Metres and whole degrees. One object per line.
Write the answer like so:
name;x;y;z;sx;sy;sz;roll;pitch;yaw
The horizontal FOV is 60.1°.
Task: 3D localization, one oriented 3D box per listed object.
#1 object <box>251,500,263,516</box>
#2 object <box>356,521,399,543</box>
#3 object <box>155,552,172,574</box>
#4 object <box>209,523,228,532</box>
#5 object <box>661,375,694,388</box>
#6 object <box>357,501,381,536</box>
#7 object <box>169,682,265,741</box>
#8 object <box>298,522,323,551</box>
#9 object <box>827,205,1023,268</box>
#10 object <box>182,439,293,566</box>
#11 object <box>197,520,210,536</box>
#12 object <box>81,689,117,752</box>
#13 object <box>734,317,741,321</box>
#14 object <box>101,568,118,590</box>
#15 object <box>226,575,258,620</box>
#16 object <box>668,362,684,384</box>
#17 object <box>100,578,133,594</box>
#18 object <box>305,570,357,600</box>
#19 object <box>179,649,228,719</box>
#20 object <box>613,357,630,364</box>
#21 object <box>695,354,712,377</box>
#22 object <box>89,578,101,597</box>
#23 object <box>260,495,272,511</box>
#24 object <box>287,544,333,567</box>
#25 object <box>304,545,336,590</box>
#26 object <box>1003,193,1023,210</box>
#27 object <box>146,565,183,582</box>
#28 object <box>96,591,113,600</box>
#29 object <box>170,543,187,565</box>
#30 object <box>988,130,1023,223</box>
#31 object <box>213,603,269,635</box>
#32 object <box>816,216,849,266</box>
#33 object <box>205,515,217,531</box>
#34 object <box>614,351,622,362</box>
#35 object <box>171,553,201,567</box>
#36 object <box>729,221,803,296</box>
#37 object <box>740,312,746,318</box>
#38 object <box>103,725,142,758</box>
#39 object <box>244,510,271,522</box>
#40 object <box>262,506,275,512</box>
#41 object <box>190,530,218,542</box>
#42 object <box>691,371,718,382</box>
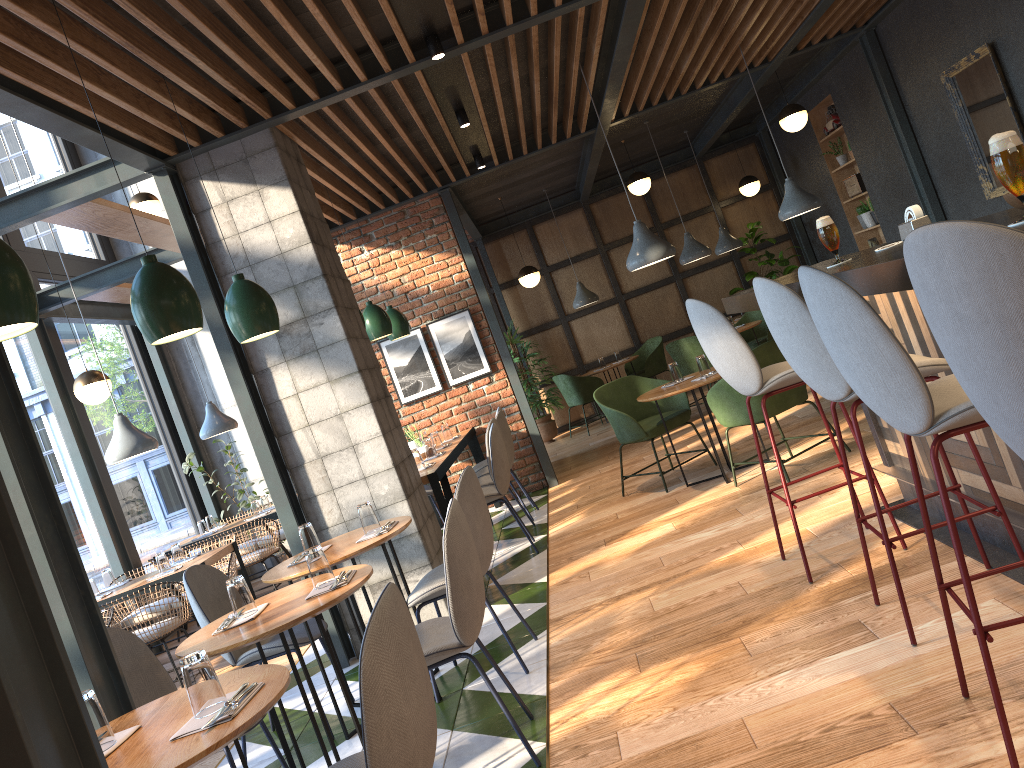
object;-2.284;1.109;7.913;0.080;0.138;0.079;-20;0;-24
object;-0.602;0.653;3.939;0.157;0.019;0.243;-20;2;8
object;-2.356;1.206;5.976;0.080;0.138;0.080;-20;0;5
object;-2.754;1.342;8.244;0.242;0.019;0.157;-20;2;3
object;1.167;-0.023;6.195;0.244;0.019;0.156;-21;2;-28
object;-0.644;0.598;3.964;0.081;0.138;0.079;-20;0;-29
object;-0.684;0.753;2.047;0.157;0.019;0.243;-20;2;7
object;-0.913;0.697;3.987;0.080;0.138;0.080;-20;0;-19
object;1.204;-0.472;2.477;0.321;0.106;1.513;-20;2;6
object;-2.666;1.241;9.042;0.854;1.498;0.903;-20;0;22
object;-2.769;1.289;7.933;0.079;0.138;0.081;-20;0;35
object;-0.996;0.797;2.087;0.080;0.138;0.080;-20;0;-11
object;2.886;-0.840;11.041;0.245;0.019;0.156;-22;3;-43
object;-2.873;1.387;6.310;0.080;0.138;0.080;-20;0;5
object;-0.949;0.743;3.096;0.080;0.138;0.080;-20;0;12
object;1.137;-0.082;6.165;0.080;0.138;0.080;-20;0;-15
object;-2.830;1.440;6.332;0.242;0.019;0.157;-20;2;2
object;-0.634;0.696;3.093;0.157;0.019;0.243;-20;2;0
object;-0.726;0.697;2.071;0.079;0.138;0.081;-20;0;39
object;1.416;-0.306;11.417;0.158;0.019;0.241;-22;2;-31
object;1.276;-0.125;5.920;0.080;0.138;0.080;-20;0;-15
object;-2.847;1.388;5.997;0.080;0.138;0.079;-20;0;-22
object;-2.284;1.098;8.201;0.080;0.138;0.079;-20;0;-24
object;-0.910;0.766;4.001;0.157;0.019;0.243;-20;2;8
object;-0.679;0.642;3.115;0.079;0.138;0.081;-20;0;42
object;1.224;-0.446;2.016;0.167;0.073;0.169;-20;2;23
object;-2.344;1.273;5.952;0.242;0.019;0.157;-20;2;1
object;-2.833;1.454;5.974;0.242;0.019;0.158;-20;2;5
object;-2.373;1.201;6.288;0.080;0.138;0.079;-20;0;-22
object;1.015;-0.421;1.783;0.070;0.183;0.070;-21;0;23
object;-0.948;0.813;3.107;0.157;0.019;0.243;-20;2;0
object;1.149;-0.520;3.195;0.070;0.178;0.070;-20;0;6
object;-2.797;1.289;8.222;0.080;0.138;0.079;-20;0;-24
object;1.364;-0.357;11.423;0.080;0.138;0.080;-20;0;-19
object;-2.328;1.254;6.309;0.242;0.019;0.158;-20;2;5
object;3.387;-1.260;11.556;1.053;1.795;0.724;-20;0;13
object;2.869;-0.903;11.016;0.080;0.138;0.080;-20;0;-20
object;-0.993;0.866;2.100;0.157;0.019;0.243;-20;2;7
object;-2.273;1.176;7.889;0.242;0.019;0.157;-20;2;3
object;-2.240;1.152;8.222;0.242;0.019;0.157;-20;2;3
object;-2.753;1.354;7.909;0.242;0.019;0.157;-20;2;1
object;1.300;-0.062;5.893;0.244;0.019;0.156;-21;2;-28
